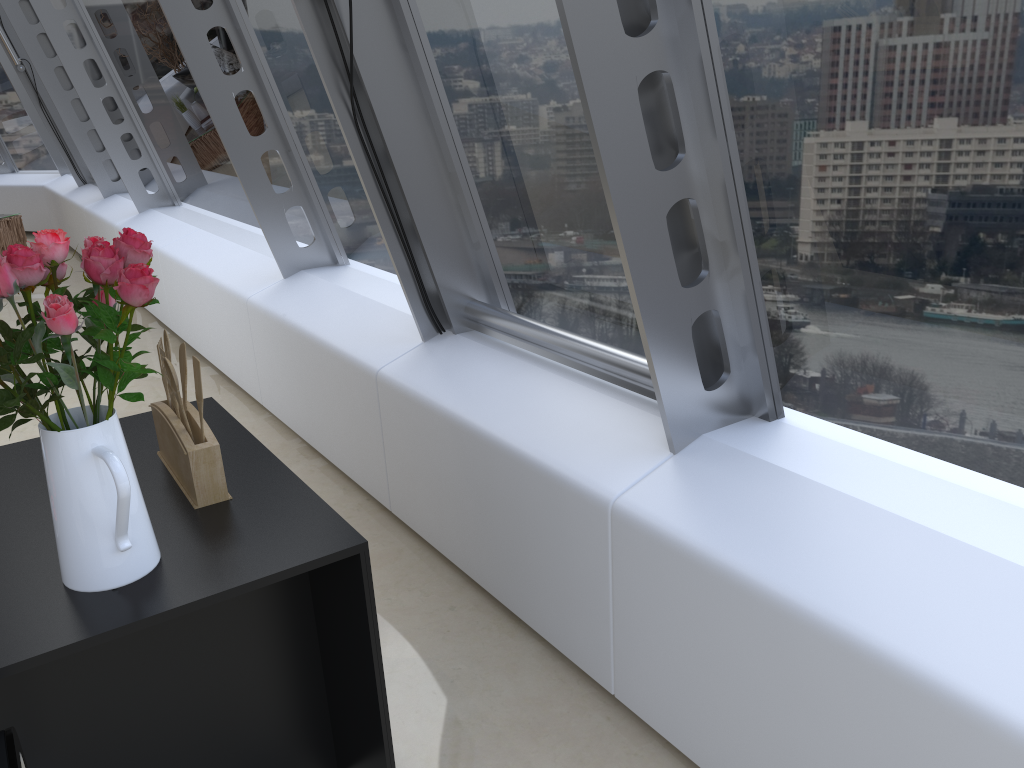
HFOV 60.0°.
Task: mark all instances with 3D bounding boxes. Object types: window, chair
[{"bbox_3d":[-8.315,-0.115,2.308,16.693,3.674,16.171,-19,24,-37],"label":"window"},{"bbox_3d":[-0.833,0.902,1.238,0.418,0.857,0.460,-15,22,-30],"label":"chair"}]

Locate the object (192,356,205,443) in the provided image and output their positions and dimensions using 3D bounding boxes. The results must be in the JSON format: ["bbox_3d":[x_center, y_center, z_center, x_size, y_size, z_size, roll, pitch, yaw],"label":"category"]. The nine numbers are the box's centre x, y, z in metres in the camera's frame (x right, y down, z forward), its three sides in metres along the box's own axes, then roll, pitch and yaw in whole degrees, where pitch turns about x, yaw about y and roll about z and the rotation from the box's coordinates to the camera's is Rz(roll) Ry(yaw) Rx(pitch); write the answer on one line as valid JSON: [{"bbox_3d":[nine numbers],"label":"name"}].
[{"bbox_3d":[-0.622,0.089,1.778,0.030,0.294,0.057,-15,22,-29],"label":"object"}]

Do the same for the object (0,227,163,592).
[{"bbox_3d":[-0.718,0.046,1.469,0.327,0.596,0.350,-12,21,-24],"label":"object"}]

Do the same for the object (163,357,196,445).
[{"bbox_3d":[-0.657,0.084,1.799,0.039,0.298,0.068,-15,22,-29],"label":"object"}]

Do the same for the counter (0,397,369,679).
[{"bbox_3d":[-2.120,0.599,1.052,3.800,0.018,1.006,-15,23,-30],"label":"counter"}]

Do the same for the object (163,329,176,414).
[{"bbox_3d":[-0.759,0.023,1.982,0.027,0.299,0.055,-15,22,-29],"label":"object"}]

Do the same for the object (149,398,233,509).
[{"bbox_3d":[-0.700,0.131,1.908,0.084,0.157,0.353,-15,22,-29],"label":"object"}]

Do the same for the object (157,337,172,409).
[{"bbox_3d":[-0.780,0.031,2.016,0.016,0.259,0.199,-11,21,-20],"label":"object"}]

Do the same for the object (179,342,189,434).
[{"bbox_3d":[-0.696,0.054,1.886,0.040,0.299,0.061,-16,23,-32],"label":"object"}]

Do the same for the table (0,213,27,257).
[{"bbox_3d":[-6.143,-1.600,9.875,1.007,0.436,0.923,0,20,9],"label":"table"}]

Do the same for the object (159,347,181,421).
[{"bbox_3d":[-0.694,0.068,1.849,0.019,0.299,0.057,-15,22,-29],"label":"object"}]

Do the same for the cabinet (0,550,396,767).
[{"bbox_3d":[-2.097,1.001,1.195,3.800,0.838,1.007,-15,23,-30],"label":"cabinet"}]
